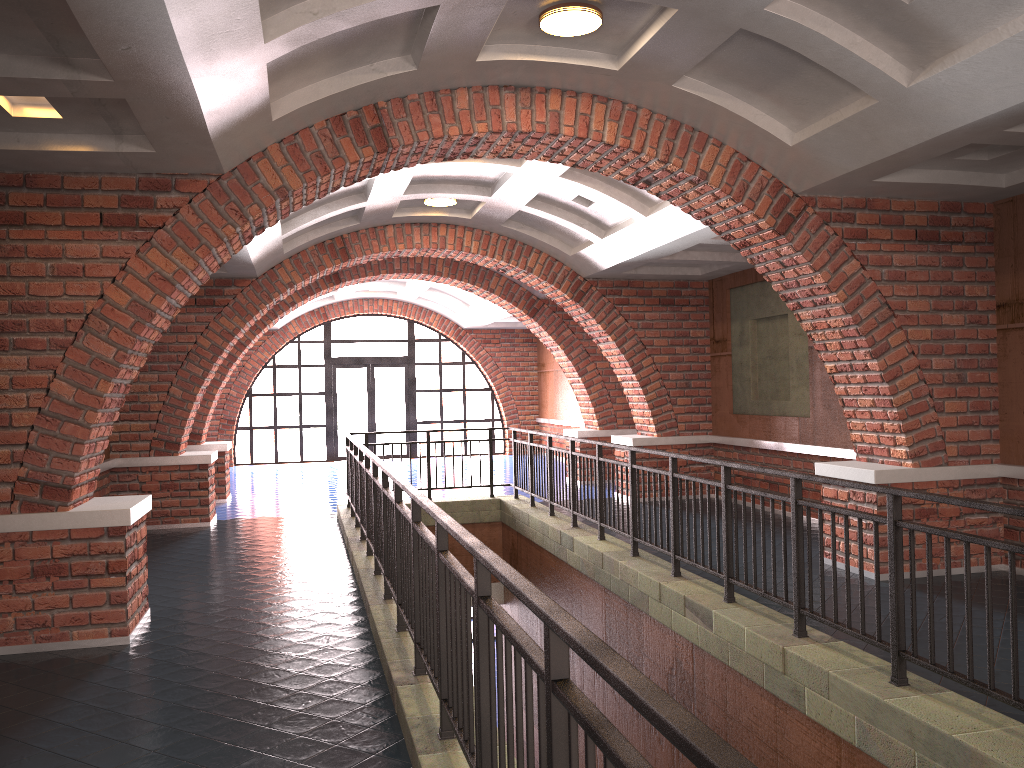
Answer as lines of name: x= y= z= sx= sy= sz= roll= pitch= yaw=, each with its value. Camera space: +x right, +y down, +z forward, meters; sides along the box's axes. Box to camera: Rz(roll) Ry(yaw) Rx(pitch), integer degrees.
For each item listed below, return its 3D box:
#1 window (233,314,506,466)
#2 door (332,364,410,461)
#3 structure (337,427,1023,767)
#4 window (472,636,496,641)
window: x=-3.235 y=0.076 z=20.683 sx=6.353 sy=3.471 sz=0.100 roll=-1 pitch=0 yaw=-13
door: x=-3.274 y=0.645 z=20.672 sx=1.754 sy=2.236 sz=0.040 roll=-1 pitch=0 yaw=-13
structure: x=0.219 y=3.378 z=6.520 sx=2.464 sy=5.665 sz=11.176 roll=-1 pitch=0 yaw=-13
window: x=-3.126 y=4.472 z=20.652 sx=6.353 sy=3.471 sz=0.100 roll=-1 pitch=0 yaw=-13
